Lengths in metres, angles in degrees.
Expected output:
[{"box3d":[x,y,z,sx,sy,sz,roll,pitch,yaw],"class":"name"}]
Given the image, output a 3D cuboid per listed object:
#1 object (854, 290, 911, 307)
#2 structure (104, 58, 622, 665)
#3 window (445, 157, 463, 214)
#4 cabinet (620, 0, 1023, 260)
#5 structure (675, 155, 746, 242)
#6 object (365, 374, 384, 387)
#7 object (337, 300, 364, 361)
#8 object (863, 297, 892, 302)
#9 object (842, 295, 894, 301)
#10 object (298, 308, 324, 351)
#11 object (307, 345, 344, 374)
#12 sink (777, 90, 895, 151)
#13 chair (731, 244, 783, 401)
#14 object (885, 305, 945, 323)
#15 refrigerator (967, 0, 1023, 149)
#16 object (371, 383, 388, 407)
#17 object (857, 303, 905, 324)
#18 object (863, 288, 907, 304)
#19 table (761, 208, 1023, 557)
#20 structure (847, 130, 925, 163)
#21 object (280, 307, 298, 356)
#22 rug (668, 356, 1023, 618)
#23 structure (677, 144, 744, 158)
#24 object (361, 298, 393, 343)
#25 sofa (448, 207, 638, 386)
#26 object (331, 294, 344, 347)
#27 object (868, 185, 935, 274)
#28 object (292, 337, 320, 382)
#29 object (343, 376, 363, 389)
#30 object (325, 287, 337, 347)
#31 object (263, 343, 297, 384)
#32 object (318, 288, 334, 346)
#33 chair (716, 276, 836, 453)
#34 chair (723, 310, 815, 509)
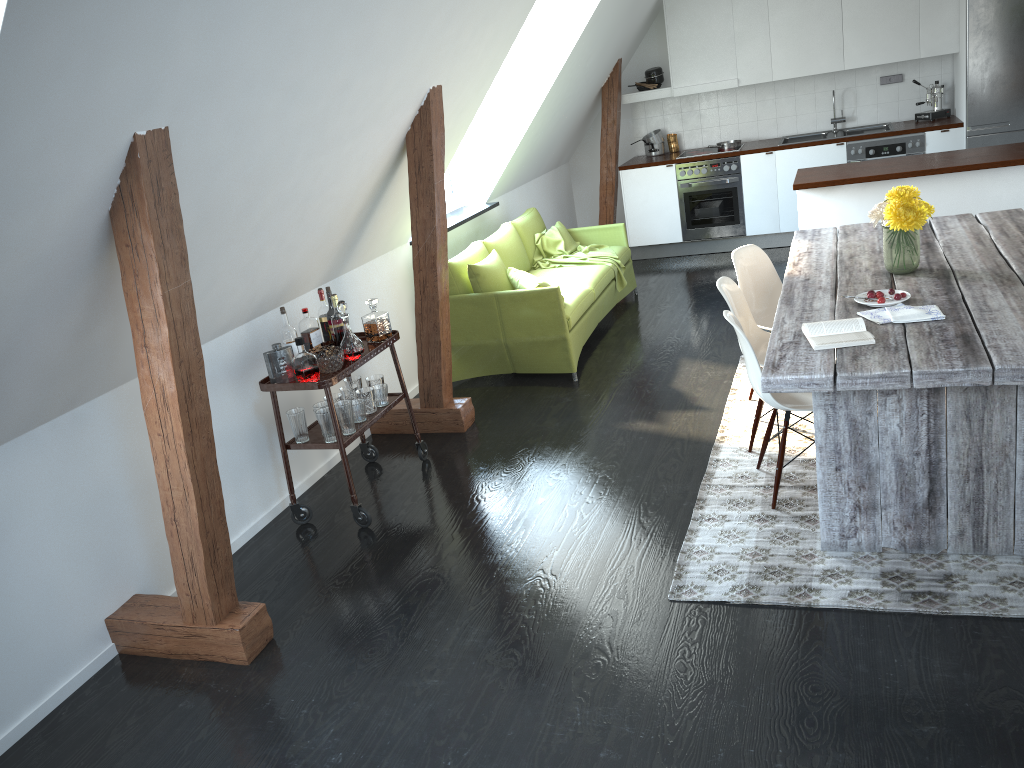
[{"box3d":[1.448,-0.330,3.468,0.205,0.024,0.205,-5,19,14],"class":"object"},{"box3d":[-1.299,0.001,3.344,1.023,1.963,12.350,-2,20,21],"class":"structure"},{"box3d":[0.662,-2.109,1.937,5.959,4.249,8.018,-2,20,21],"class":"window"},{"box3d":[2.675,-2.096,6.840,4.208,2.369,3.033,-2,20,21],"class":"cabinet"},{"box3d":[1.943,-1.812,8.478,0.583,0.725,0.749,-2,20,21],"class":"structure"},{"box3d":[-0.697,0.020,4.571,0.095,0.119,0.095,-15,19,-15],"class":"object"},{"box3d":[-0.773,-0.253,4.176,0.114,0.292,0.114,-12,19,-5],"class":"object"},{"box3d":[1.431,-0.333,3.472,0.110,0.011,0.058,-1,21,25],"class":"object"},{"box3d":[1.393,-0.336,3.479,0.194,0.022,0.019,4,23,36],"class":"object"},{"box3d":[-0.978,-0.243,4.309,0.067,0.257,0.099,0,21,26],"class":"object"},{"box3d":[-0.862,-0.111,4.117,0.151,0.092,0.245,-24,23,-36],"class":"object"},{"box3d":[2.899,-2.358,7.968,0.963,0.519,0.671,-2,20,21],"class":"sink"},{"box3d":[1.467,-0.324,4.682,0.465,0.801,0.542,-26,24,-39],"class":"chair"},{"box3d":[1.480,-0.262,3.259,0.182,0.016,0.179,-4,19,16],"class":"object"},{"box3d":[3.991,-2.315,7.117,0.609,1.868,0.031,-2,20,21],"class":"refrigerator"},{"box3d":[-0.663,0.059,4.473,0.092,0.099,0.092,-10,19,0],"class":"object"},{"box3d":[1.408,-0.263,3.304,0.182,0.014,0.185,-11,19,-3],"class":"object"},{"box3d":[1.462,-0.346,3.469,0.132,0.034,0.144,-12,19,-5],"class":"object"},{"box3d":[1.804,-0.109,3.900,1.141,0.788,2.421,-2,20,21],"class":"table"},{"box3d":[3.307,-1.841,7.860,0.612,0.725,0.582,-2,20,21],"class":"structure"},{"box3d":[-1.028,-0.202,4.112,0.073,0.320,0.073,-6,19,12],"class":"object"},{"box3d":[1.871,0.258,4.001,1.898,0.022,2.677,-2,20,21],"class":"rug"},{"box3d":[1.872,-2.173,8.342,0.574,0.041,0.504,-2,20,21],"class":"structure"},{"box3d":[-0.684,-0.322,4.457,0.101,0.211,0.101,4,23,35],"class":"object"},{"box3d":[0.247,-0.757,6.536,0.898,0.825,2.093,-3,20,20],"class":"sofa"},{"box3d":[-0.826,-0.285,4.279,0.081,0.307,0.081,0,21,27],"class":"object"},{"box3d":[1.666,-0.660,3.785,0.233,0.365,0.293,-12,19,-6],"class":"object"},{"box3d":[-0.929,-0.108,3.963,0.087,0.206,0.087,9,26,44],"class":"object"},{"box3d":[-0.819,0.026,4.615,0.095,0.119,0.095,-15,19,-15],"class":"object"},{"box3d":[-0.868,-0.317,4.352,0.080,0.329,0.080,-6,19,12],"class":"object"},{"box3d":[-1.047,-0.094,4.026,0.135,0.182,0.052,-20,21,-29],"class":"object"},{"box3d":[-0.934,-0.334,4.474,0.081,0.308,0.081,-5,19,14],"class":"object"},{"box3d":[1.275,-0.120,4.177,0.542,0.801,0.465,-2,20,22],"class":"chair"},{"box3d":[1.189,0.061,3.689,0.542,0.801,0.465,-7,19,8],"class":"chair"}]
